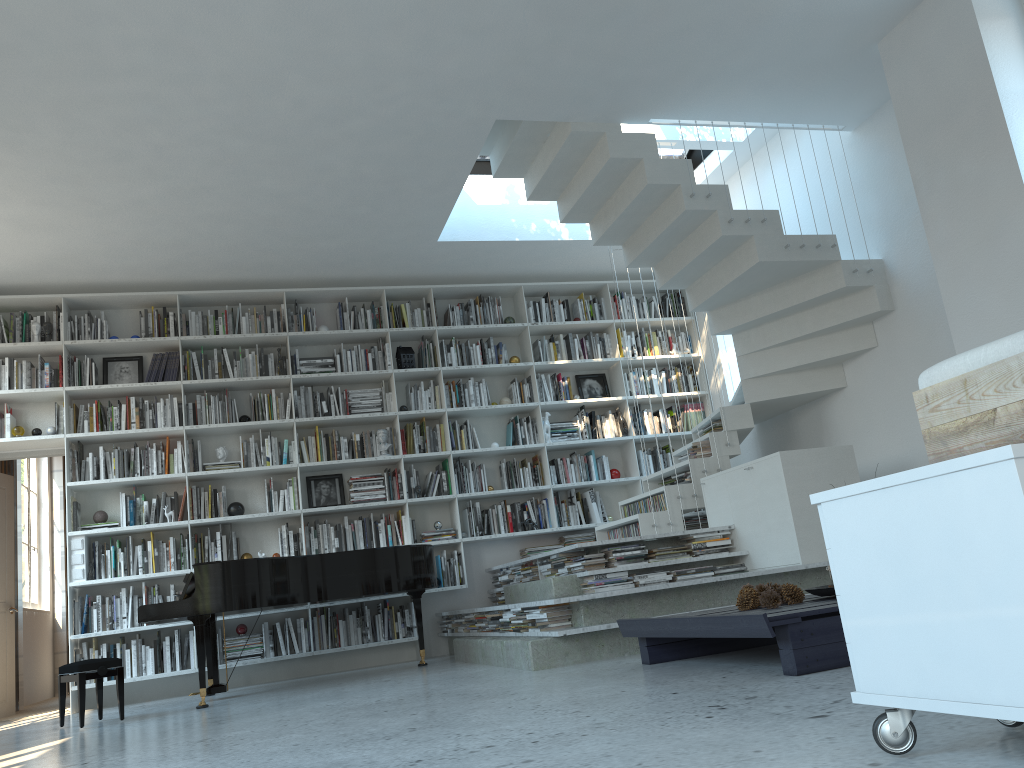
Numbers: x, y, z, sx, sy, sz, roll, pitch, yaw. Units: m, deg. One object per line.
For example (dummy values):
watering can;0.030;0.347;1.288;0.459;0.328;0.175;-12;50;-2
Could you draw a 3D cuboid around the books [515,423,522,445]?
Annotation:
books;0.045;0.473;7.860;0.013;0.218;0.188;-4;-14;-18

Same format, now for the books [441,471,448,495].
books;-0.589;0.864;7.556;0.029;0.222;0.171;-4;-14;-18

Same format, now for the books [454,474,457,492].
books;-0.504;0.840;7.598;0.010;0.266;0.158;-4;-14;-18

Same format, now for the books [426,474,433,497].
books;-0.714;0.881;7.517;0.089;0.209;0.176;-4;-14;-18

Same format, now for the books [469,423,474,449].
books;-0.364;0.485;7.752;0.007;0.253;0.161;-4;-14;-17

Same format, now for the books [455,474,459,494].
books;-0.490;0.880;7.602;0.015;0.188;0.168;-4;-14;-18

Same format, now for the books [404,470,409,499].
books;-0.908;0.870;7.485;0.024;0.263;0.154;-4;-14;-18

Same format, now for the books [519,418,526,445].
books;0.075;0.450;7.877;0.018;0.262;0.165;-4;-14;-18

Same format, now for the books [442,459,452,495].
books;-0.557;0.815;7.588;0.014;0.324;0.183;-4;-14;-18

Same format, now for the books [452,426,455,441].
books;-0.517;0.499;7.705;0.007;0.243;0.146;-4;-14;-17

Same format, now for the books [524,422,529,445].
books;0.108;0.465;7.876;0.012;0.224;0.178;-4;-14;-18

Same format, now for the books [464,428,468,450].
books;-0.415;0.504;7.714;0.007;0.211;0.158;-4;-14;-17

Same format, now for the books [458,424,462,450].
books;-0.467;0.489;7.716;0.013;0.255;0.145;-4;-14;-18

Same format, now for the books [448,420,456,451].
books;-0.535;0.474;7.685;0.035;0.287;0.192;-4;-14;-18

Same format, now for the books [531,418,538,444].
books;0.182;0.447;7.900;0.011;0.252;0.169;-4;-14;-18

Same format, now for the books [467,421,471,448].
books;-0.393;0.475;7.737;0.006;0.273;0.167;-4;-14;-18

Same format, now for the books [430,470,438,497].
books;-0.680;0.868;7.547;0.094;0.238;0.150;-4;-14;-18

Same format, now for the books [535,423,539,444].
books;0.197;0.469;7.915;0.023;0.211;0.165;-4;-14;-18

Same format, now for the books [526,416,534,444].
books;0.146;0.438;7.888;0.012;0.273;0.184;-4;-14;-18

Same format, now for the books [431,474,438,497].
books;-0.677;0.882;7.554;0.090;0.214;0.139;-4;-14;-18

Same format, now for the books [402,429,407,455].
books;-0.931;0.525;7.585;0.013;0.246;0.177;-4;-14;-18

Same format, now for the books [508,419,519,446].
books;0.011;0.455;7.862;0.021;0.263;0.174;-4;-14;-18

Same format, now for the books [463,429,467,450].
books;-0.427;0.508;7.718;0.014;0.208;0.157;-4;-14;-18

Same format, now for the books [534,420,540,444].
books;0.213;0.450;7.915;0.010;0.245;0.159;-4;-14;-18

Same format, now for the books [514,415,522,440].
books;0.048;0.440;7.887;0.013;0.294;0.154;-4;-14;-18

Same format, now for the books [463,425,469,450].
books;-0.409;0.492;7.732;0.017;0.242;0.133;-4;-14;-18

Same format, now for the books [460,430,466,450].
books;-0.440;0.511;7.685;0.017;0.191;0.192;-4;-14;-18

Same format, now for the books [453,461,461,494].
books;-0.469;0.826;7.618;0.018;0.294;0.178;-4;-14;-18

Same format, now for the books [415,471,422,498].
books;-0.803;0.871;7.518;0.035;0.248;0.141;-4;-14;-18

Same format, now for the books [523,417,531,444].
books;0.119;0.444;7.901;0.032;0.274;0.155;-4;-14;-18

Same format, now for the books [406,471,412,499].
books;-0.882;0.872;7.489;0.028;0.252;0.143;-4;-14;-18

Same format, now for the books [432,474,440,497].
books;-0.661;0.885;7.546;0.091;0.204;0.169;-4;-14;-18

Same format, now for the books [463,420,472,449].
books;-0.385;0.468;7.742;0.013;0.286;0.159;-4;-14;-18

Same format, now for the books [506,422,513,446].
books;-0.024;0.471;7.854;0.056;0.240;0.154;-4;-14;-18

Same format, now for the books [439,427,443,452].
books;-0.628;0.505;7.673;0.019;0.247;0.149;-4;-14;-18

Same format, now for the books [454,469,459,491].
books;-0.483;0.857;7.620;0.011;0.238;0.137;-4;-14;-18

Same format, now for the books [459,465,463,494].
books;-0.456;0.831;7.618;0.006;0.280;0.155;-4;-14;-18

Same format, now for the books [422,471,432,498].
books;-0.731;0.872;7.510;0.095;0.227;0.190;-4;-14;-18

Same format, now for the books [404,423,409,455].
books;-0.898;0.495;7.574;0.035;0.292;0.145;-4;-14;-18

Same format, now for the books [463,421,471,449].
books;-0.397;0.476;7.730;0.006;0.269;0.179;-4;-14;-18

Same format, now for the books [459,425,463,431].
books;-0.439;0.493;7.718;0.008;0.242;0.169;-4;-14;-18

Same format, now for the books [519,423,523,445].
books;0.062;0.471;7.884;0.007;0.229;0.147;-4;-14;-18

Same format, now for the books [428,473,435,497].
books;-0.706;0.878;7.543;0.095;0.225;0.144;-4;-14;-18

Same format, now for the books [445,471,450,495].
books;-0.568;0.864;7.574;0.021;0.226;0.148;-4;-14;-18

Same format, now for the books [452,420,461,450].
books;-0.487;0.472;7.683;0.013;0.278;0.192;-4;-14;-18

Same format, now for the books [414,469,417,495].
books;-0.826;0.864;7.512;0.012;0.265;0.158;-4;-14;-18

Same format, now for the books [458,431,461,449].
books;-0.475;0.519;7.699;0.014;0.192;0.147;-4;-14;-18

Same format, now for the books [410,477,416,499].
books;-0.846;0.895;7.471;0.027;0.191;0.183;-4;-14;-18

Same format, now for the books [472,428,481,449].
books;-0.325;0.498;7.731;0.051;0.209;0.177;-4;-14;-18

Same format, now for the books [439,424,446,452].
books;-0.610;0.493;7.679;0.033;0.268;0.142;-4;-14;-18

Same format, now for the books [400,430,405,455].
books;-0.942;0.524;7.569;0.014;0.243;0.145;-4;-14;-18

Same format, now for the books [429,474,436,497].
books;-0.693;0.883;7.540;0.090;0.211;0.143;-4;-14;-18

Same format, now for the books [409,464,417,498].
books;-0.838;0.842;7.504;0.013;0.306;0.141;-4;-14;-18

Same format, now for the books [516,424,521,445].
books;0.037;0.478;7.856;0.006;0.209;0.188;-4;-14;-17

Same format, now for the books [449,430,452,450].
books;-0.553;0.511;7.681;0.015;0.219;0.155;-4;-14;-18

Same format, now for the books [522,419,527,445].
books;0.091;0.451;7.883;0.015;0.259;0.152;-4;-14;-18

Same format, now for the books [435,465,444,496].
books;-0.619;0.841;7.575;0.013;0.285;0.139;-4;-14;-18

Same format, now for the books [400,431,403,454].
books;-0.959;0.520;7.566;0.015;0.254;0.151;-4;-14;-18

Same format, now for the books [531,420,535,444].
books;0.166;0.456;7.912;0.013;0.244;0.159;-4;-14;-18
